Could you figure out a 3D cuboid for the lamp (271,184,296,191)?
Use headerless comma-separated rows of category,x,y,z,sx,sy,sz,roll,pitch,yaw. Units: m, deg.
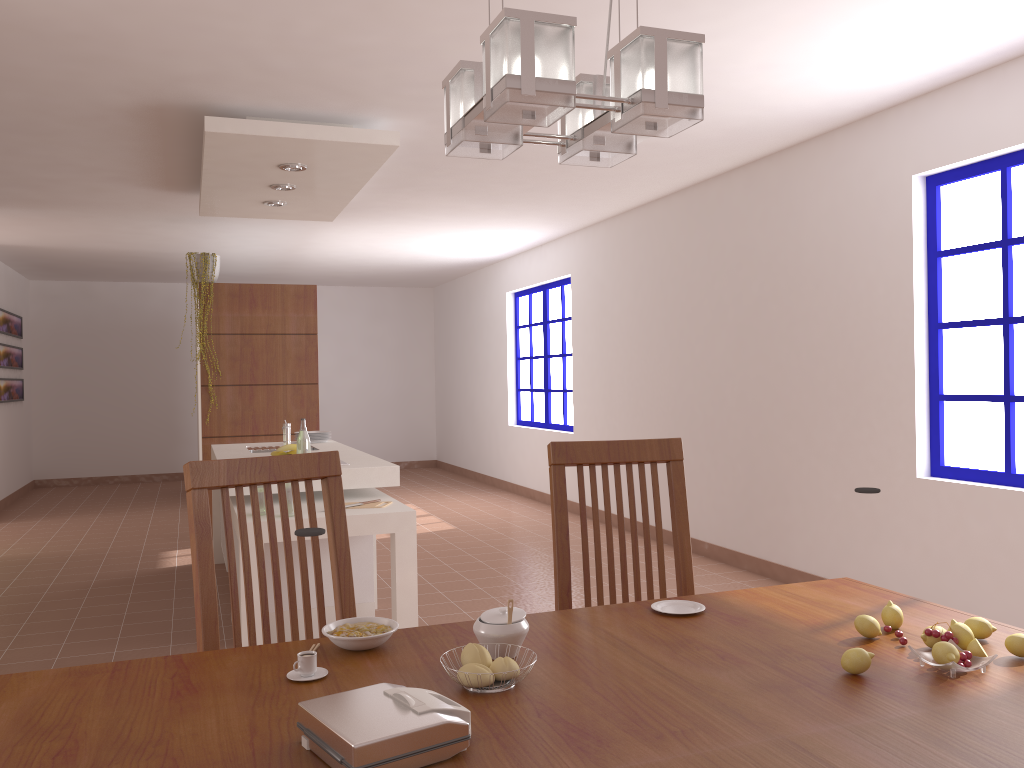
lamp,-1.338,-1.168,5.184,0.143,0.059,0.143,-1,0,8

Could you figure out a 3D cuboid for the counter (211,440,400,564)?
counter,-1.297,0.807,5.198,0.821,0.800,2.156,-1,0,-20

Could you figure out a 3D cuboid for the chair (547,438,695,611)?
chair,0.306,0.666,1.916,0.444,1.063,0.574,-1,0,-10

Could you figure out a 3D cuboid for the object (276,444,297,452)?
object,-1.220,0.362,4.972,0.207,0.055,0.047,-1,0,-43

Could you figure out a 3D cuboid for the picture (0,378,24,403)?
picture,-5.298,0.066,9.389,0.015,0.248,1.408,-1,0,-20

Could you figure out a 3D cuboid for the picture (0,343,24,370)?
picture,-5.304,-0.284,9.387,0.015,0.248,1.408,-1,0,-20

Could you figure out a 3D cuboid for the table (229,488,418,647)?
table,-0.930,0.883,4.210,0.737,0.647,1.003,-1,0,-20

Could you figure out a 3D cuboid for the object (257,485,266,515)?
object,-1.089,0.449,3.835,0.071,0.230,0.071,-1,0,-39

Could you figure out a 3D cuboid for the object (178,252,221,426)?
object,-2.404,-0.348,6.896,0.279,1.344,0.297,-1,0,29

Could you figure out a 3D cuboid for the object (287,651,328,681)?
object,-0.330,0.453,1.429,0.065,0.037,0.065,-1,0,-7

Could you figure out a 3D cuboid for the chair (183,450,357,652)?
chair,-0.348,0.680,1.677,0.444,1.063,0.574,-1,0,-40

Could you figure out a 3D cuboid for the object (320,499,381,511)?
object,-0.723,0.548,4.008,0.041,0.008,0.375,-1,0,37

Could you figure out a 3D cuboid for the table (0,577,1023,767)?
table,0.093,0.835,1.330,1.800,0.740,0.900,-1,0,-20

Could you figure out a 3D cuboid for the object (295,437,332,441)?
object,-1.374,0.382,6.124,0.228,0.020,0.228,-1,0,-38

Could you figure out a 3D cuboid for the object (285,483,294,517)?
object,-0.954,0.447,3.780,0.071,0.230,0.071,-1,0,-39

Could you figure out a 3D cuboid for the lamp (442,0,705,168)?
lamp,0.075,-0.834,1.353,0.304,0.919,0.304,-1,0,-20

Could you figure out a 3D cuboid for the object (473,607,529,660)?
object,-0.018,0.426,1.518,0.096,0.079,0.096,-1,0,-25

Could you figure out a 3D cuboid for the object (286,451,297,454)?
object,-1.193,0.389,4.958,0.207,0.033,0.060,-1,0,25

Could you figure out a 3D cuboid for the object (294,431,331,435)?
object,-1.375,0.341,6.124,0.228,0.020,0.228,-1,0,-38

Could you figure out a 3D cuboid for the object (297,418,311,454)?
object,-1.034,0.286,4.399,0.071,0.230,0.071,-1,0,-39

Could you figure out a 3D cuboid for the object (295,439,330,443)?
object,-1.374,0.392,6.124,0.228,0.020,0.228,-1,0,-38

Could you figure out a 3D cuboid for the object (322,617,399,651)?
object,-0.270,0.452,1.585,0.136,0.036,0.136,-1,0,28

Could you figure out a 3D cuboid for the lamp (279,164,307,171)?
lamp,-1.164,-1.169,4.709,0.143,0.059,0.143,-1,0,-37

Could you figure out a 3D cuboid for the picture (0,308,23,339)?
picture,-5.311,-0.634,9.385,0.015,0.248,1.408,-1,0,-20

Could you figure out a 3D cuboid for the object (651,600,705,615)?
object,0.336,0.454,1.795,0.108,0.008,0.108,-1,0,35

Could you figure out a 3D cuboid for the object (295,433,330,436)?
object,-1.375,0.351,6.124,0.228,0.020,0.228,-1,0,-38

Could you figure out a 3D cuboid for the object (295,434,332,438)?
object,-1.375,0.361,6.124,0.228,0.020,0.228,-1,0,-38

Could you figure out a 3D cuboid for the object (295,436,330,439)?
object,-1.375,0.371,6.124,0.228,0.020,0.228,-1,0,-38

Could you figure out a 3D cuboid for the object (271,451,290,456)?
object,-1.300,0.391,4.947,0.060,0.033,0.207,-1,0,-40

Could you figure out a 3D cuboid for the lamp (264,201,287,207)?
lamp,-1.509,-1.168,5.652,0.143,0.059,0.143,-1,0,8

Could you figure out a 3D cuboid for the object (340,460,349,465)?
object,-1.134,0.405,4.582,0.493,0.006,0.551,-1,0,-20

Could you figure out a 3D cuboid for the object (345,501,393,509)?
object,-0.685,0.553,4.051,0.266,0.006,0.168,-1,0,-3
